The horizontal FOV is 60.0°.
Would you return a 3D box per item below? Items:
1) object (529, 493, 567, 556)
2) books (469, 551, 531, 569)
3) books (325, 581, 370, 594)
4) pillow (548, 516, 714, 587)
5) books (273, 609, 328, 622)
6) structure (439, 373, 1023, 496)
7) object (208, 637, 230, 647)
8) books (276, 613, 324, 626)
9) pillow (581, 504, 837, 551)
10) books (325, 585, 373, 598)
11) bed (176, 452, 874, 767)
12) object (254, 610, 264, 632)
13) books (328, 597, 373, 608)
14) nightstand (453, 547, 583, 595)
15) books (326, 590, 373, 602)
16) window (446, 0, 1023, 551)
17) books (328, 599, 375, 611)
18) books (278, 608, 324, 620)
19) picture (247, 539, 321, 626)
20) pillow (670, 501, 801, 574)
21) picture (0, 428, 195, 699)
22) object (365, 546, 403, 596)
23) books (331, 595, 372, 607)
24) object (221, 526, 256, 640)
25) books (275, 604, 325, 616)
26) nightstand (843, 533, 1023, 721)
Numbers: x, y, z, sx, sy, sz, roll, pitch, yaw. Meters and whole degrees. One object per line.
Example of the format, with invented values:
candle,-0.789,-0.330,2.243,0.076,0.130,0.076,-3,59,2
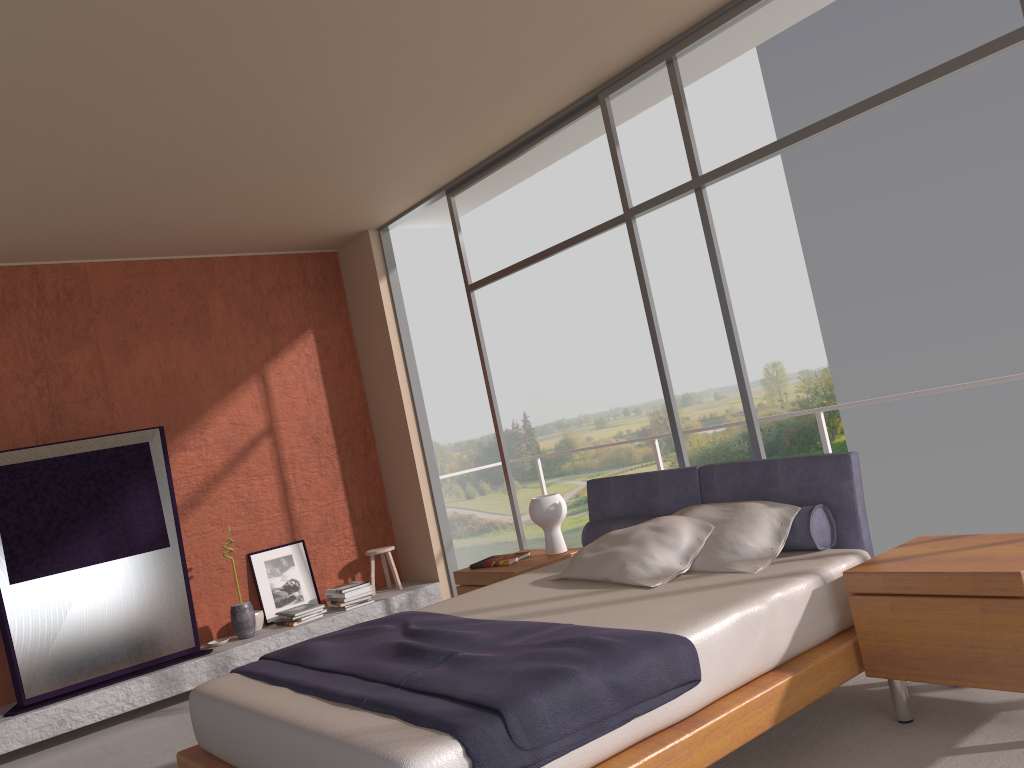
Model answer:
object,0.229,0.824,5.202,0.224,0.338,0.224,-10,-3,-26
books,-0.069,1.054,5.302,0.287,0.025,0.247,-14,-4,33
books,-1.256,1.557,6.783,0.247,0.025,0.287,-9,-4,-38
pillow,0.528,0.783,4.105,0.431,0.264,0.869,-10,-4,-30
books,-1.564,1.715,6.557,0.328,0.018,0.247,-14,-4,37
structure,2.037,0.559,4.372,0.728,1.005,7.689,-9,-4,-38
object,-2.060,1.826,6.238,0.152,0.040,0.152,-12,-3,-3
books,-1.565,1.738,6.541,0.247,0.025,0.287,-9,-4,-41
pillow,0.879,0.719,4.274,0.205,0.201,1.470,-9,-4,-38
books,-1.246,1.587,6.777,0.247,0.038,0.319,-9,-4,-40
bed,0.102,1.028,3.642,2.462,0.959,2.017,-9,-4,-38
object,-1.909,1.752,6.513,0.179,0.137,0.180,-10,-3,-25
books,-1.233,1.667,6.777,0.247,0.018,0.287,-9,-4,-38
nightstand,0.106,1.312,5.237,0.562,0.556,0.628,-9,-4,-38
books,-1.239,1.619,6.775,0.247,0.027,0.328,-10,-4,-36
window,1.638,-0.383,4.026,0.075,3.133,6.106,-9,-4,-38
books,-1.226,1.684,6.772,0.247,0.018,0.328,-10,-4,-36
books,-1.557,1.690,6.548,0.247,0.025,0.287,-10,-4,-36
picture,-1.742,1.519,6.817,0.458,0.550,0.117,-9,-4,-38
pillow,0.882,0.690,3.936,0.400,0.265,0.791,-10,-4,-35
picture,-2.708,1.104,5.719,1.129,1.496,0.126,-9,-4,-38
object,-1.020,1.497,7.143,0.260,0.349,0.257,-13,-3,21
books,-1.225,1.643,6.757,0.247,0.025,0.287,-10,-3,-27
object,-1.967,1.409,6.326,0.165,0.810,0.165,-11,-3,-14
books,-1.566,1.671,6.552,0.247,0.018,0.328,-9,-4,-41
nightstand,1.669,0.871,3.155,0.562,0.556,0.628,-9,-4,-38
